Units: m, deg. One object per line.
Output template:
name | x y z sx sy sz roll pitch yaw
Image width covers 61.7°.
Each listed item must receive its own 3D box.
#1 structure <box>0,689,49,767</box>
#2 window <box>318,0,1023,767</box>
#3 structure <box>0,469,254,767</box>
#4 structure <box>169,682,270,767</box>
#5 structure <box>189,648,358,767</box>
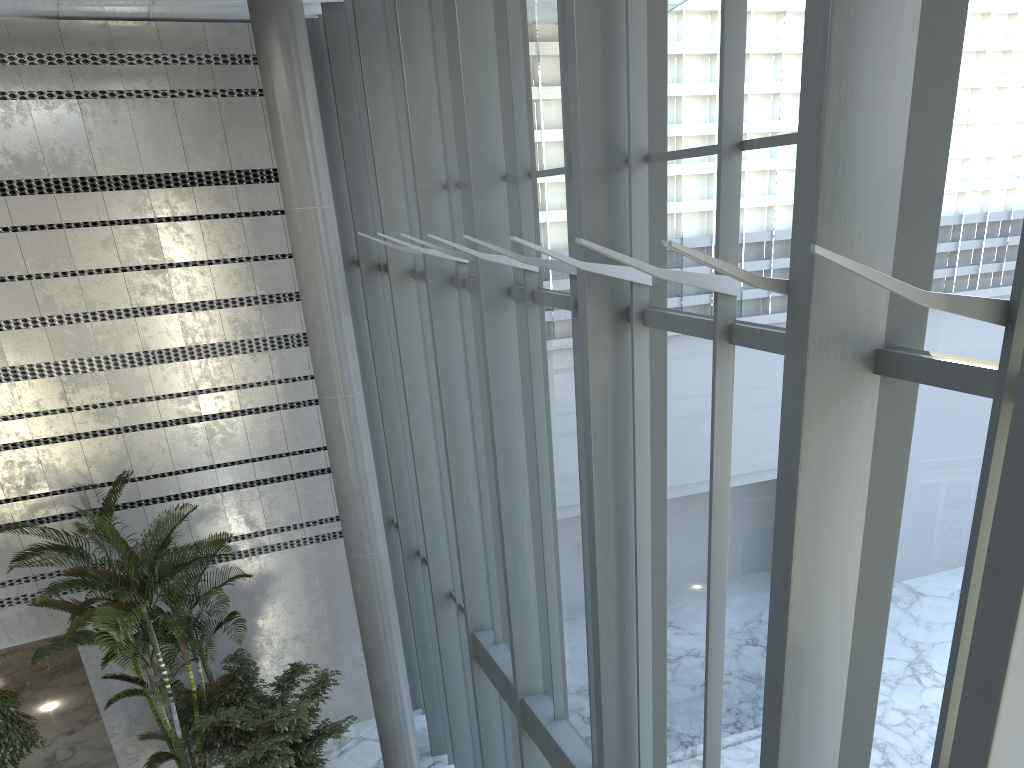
structure | -6.872 4.885 10.783 2.004 2.190 1.488 -1 20 9
window | -7.170 1.725 4.571 18.531 11.175 12.355 -6 17 -7
structure | -4.166 3.375 10.063 2.434 5.153 2.281 -10 22 -14
structure | -3.882 4.744 11.685 1.368 1.713 1.043 3 22 19
structure | -2.913 4.500 10.540 1.815 2.541 1.727 -18 24 -34
